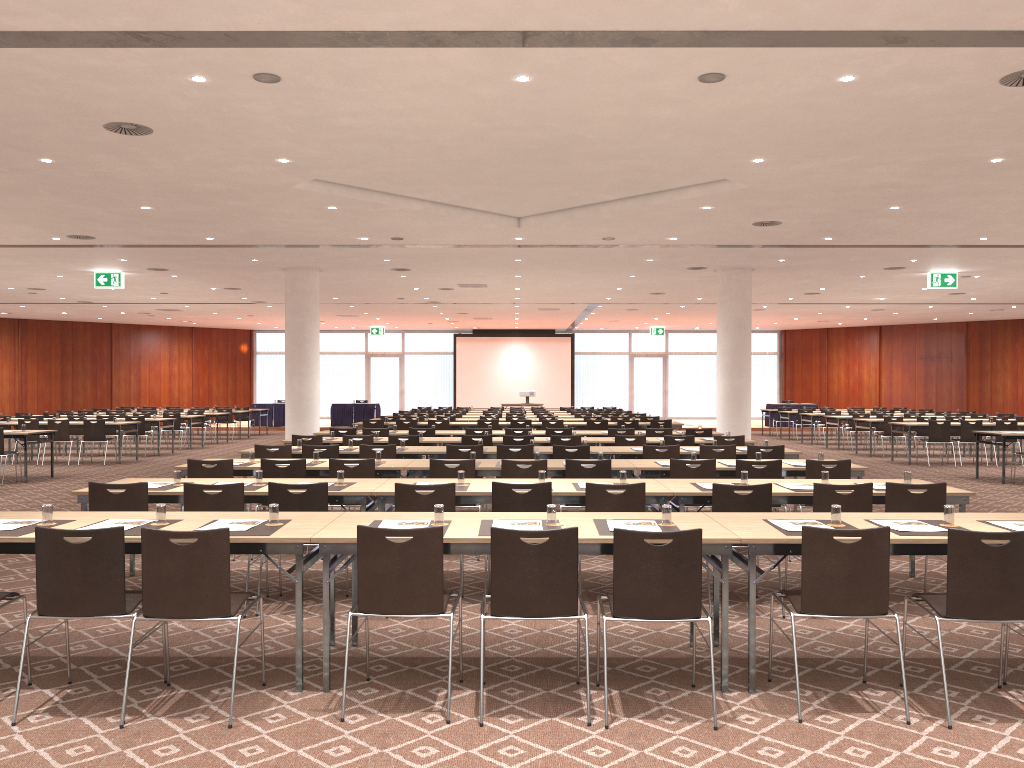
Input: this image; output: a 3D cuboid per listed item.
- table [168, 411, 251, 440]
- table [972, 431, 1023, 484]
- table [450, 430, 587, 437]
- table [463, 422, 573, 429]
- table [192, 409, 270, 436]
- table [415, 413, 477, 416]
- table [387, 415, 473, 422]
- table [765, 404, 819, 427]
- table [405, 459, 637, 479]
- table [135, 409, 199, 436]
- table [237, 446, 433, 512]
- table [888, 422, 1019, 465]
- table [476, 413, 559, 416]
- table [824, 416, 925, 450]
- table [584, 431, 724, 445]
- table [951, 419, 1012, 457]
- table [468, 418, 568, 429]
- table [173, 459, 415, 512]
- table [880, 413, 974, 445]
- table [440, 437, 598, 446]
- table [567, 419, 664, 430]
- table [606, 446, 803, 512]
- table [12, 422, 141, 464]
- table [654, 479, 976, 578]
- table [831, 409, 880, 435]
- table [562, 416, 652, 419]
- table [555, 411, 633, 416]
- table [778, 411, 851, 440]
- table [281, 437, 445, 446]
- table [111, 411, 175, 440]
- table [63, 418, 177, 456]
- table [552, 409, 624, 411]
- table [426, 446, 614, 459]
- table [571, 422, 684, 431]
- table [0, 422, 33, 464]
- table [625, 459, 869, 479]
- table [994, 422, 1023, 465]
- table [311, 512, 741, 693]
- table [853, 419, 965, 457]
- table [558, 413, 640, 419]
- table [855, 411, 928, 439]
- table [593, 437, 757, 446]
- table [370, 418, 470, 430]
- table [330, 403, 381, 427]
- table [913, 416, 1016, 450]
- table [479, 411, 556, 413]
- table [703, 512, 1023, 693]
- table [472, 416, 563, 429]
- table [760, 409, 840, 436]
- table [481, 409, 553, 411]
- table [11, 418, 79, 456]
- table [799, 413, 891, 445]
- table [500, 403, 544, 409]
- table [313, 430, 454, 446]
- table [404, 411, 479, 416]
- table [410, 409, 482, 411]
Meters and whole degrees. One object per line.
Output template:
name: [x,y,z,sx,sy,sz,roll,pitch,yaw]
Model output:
table: [-9.114,1.234,26.689,2.267,0.833,0.953,0,0,0]
table: [9.218,1.242,15.121,2.267,0.833,0.953,0,0,0]
table: [0.110,1.235,15.155,2.267,0.833,0.953,0,0,0]
table: [0.123,1.236,18.654,2.267,0.833,0.953,0,0,0]
table: [-9.107,1.235,28.688,2.267,0.833,0.953,0,0,0]
table: [-2.124,1.238,24.663,2.267,0.833,0.953,0,0,0]
table: [-2.132,1.237,22.663,2.267,0.833,0.953,0,0,0]
table: [10.049,1.130,31.838,1.712,0.832,1.041,0,0,0]
table: [0.088,1.231,9.155,2.267,0.833,0.953,0,0,0]
table: [-11.377,1.233,28.697,2.267,0.833,0.953,0,0,0]
table: [-2.175,1.231,11.163,2.267,0.833,0.953,0,0,0]
table: [9.231,1.244,18.621,2.267,0.833,0.953,0,0,0]
table: [0.146,1.240,24.654,2.267,0.833,0.953,0,0,0]
table: [9.246,1.246,22.620,2.267,0.833,0.953,0,0,0]
table: [2.380,1.236,15.146,2.267,0.833,0.953,0,0,0]
table: [11.508,1.247,20.612,2.267,0.833,0.953,0,0,0]
table: [0.131,1.238,20.654,2.267,0.833,0.953,0,0,0]
table: [-2.182,1.229,9.163,2.267,0.833,0.953,0,0,0]
table: [11.523,1.249,24.612,2.267,0.833,0.953,0,0,0]
table: [0.103,1.233,13.155,2.267,0.833,0.953,0,0,0]
table: [2.401,1.239,20.646,2.267,0.833,0.953,0,0,0]
table: [2.365,1.234,11.146,2.267,0.833,0.953,0,0,0]
table: [-9.144,1.229,18.689,2.267,0.833,0.953,0,0,0]
table: [2.350,1.232,7.147,2.267,0.833,0.953,0,0,0]
table: [11.538,1.251,28.611,2.267,0.833,0.953,0,0,0]
table: [2.408,1.241,22.646,2.267,0.833,0.953,0,0,0]
table: [2.423,1.243,26.646,2.267,0.833,0.953,0,0,0]
table: [9.261,1.248,26.620,2.267,0.833,0.953,0,0,0]
table: [-2.167,1.232,13.163,2.267,0.833,0.953,0,0,0]
table: [-11.384,1.232,26.697,2.267,0.833,0.953,0,0,0]
table: [-9.136,1.230,20.689,2.267,0.833,0.953,0,0,0]
table: [2.431,1.244,28.645,2.267,0.833,0.953,0,0,0]
table: [0.095,1.232,11.155,2.267,0.833,0.953,0,0,0]
table: [2.393,1.238,18.646,2.267,0.833,0.953,0,0,0]
table: [-11.414,1.227,18.697,2.267,0.833,0.953,0,0,0]
table: [2.358,1.233,9.147,2.267,0.833,0.953,0,0,0]
table: [11.501,1.245,18.612,2.267,0.833,0.953,0,0,0]
table: [0.073,1.229,5.155,2.267,0.833,0.953,0,0,0]
table: [9.238,1.245,20.620,2.267,0.833,0.953,0,0,0]
table: [2.416,1.242,24.646,2.267,0.833,0.953,0,0,0]
table: [11.531,1.250,26.612,2.267,0.833,0.953,0,0,0]
table: [2.373,1.235,13.146,2.267,0.833,0.953,0,0,0]
table: [-2.139,1.236,20.663,2.267,0.833,0.953,0,0,0]
table: [-5.621,1.117,31.896,1.712,0.832,1.041,0,0,0]
table: [11.516,1.248,22.612,2.267,0.833,0.953,0,0,0]
table: [0.153,1.241,26.654,2.267,0.833,0.953,0,0,0]
table: [2.343,1.231,5.147,2.267,0.833,0.953,0,0,0]
table: [0.138,1.239,22.654,2.267,0.833,0.953,0,0,0]
table: [9.268,1.249,28.620,2.267,0.833,0.953,0,0,0]
table: [0.161,1.242,28.654,2.267,0.833,0.953,0,0,0]
table: [-11.406,1.228,20.697,2.267,0.833,0.953,0,0,0]
table: [9.253,1.247,24.620,2.267,0.833,0.953,0,0,0]
table: [0.361,1.122,31.891,1.539,0.832,0.953,0,0,0]
table: [-2.160,1.233,15.163,2.267,0.833,0.953,0,0,0]
table: [-2.117,1.239,26.662,2.267,0.833,0.953,0,0,0]
table: [-2.109,1.240,28.662,2.267,0.833,0.953,0,0,0]
